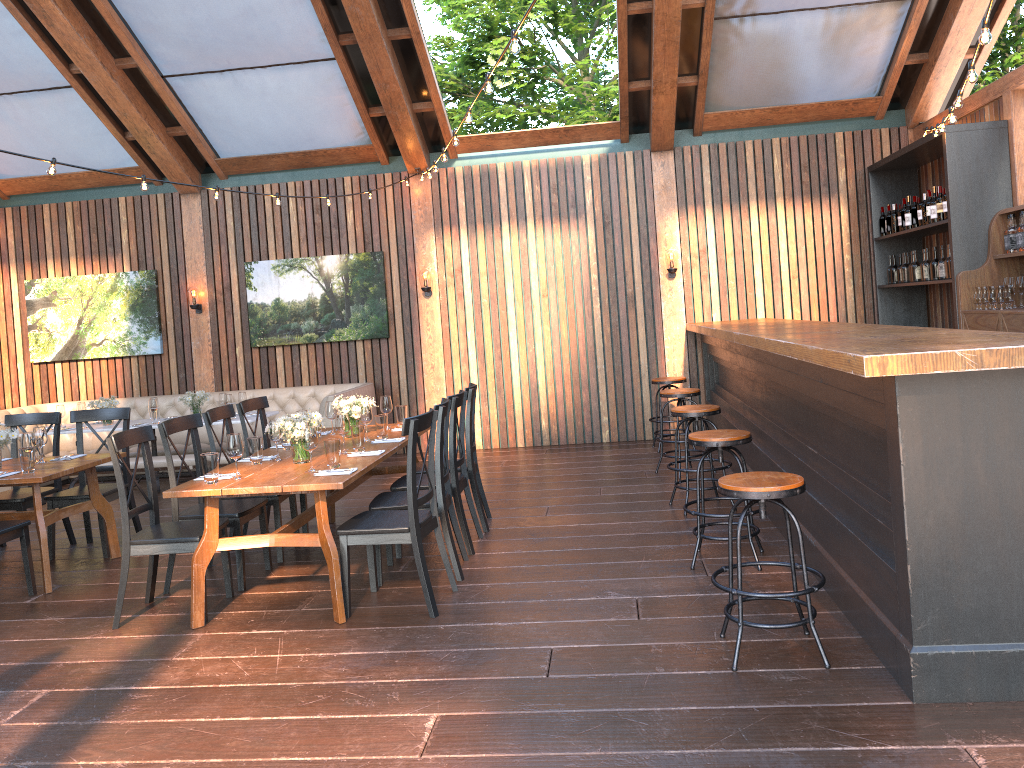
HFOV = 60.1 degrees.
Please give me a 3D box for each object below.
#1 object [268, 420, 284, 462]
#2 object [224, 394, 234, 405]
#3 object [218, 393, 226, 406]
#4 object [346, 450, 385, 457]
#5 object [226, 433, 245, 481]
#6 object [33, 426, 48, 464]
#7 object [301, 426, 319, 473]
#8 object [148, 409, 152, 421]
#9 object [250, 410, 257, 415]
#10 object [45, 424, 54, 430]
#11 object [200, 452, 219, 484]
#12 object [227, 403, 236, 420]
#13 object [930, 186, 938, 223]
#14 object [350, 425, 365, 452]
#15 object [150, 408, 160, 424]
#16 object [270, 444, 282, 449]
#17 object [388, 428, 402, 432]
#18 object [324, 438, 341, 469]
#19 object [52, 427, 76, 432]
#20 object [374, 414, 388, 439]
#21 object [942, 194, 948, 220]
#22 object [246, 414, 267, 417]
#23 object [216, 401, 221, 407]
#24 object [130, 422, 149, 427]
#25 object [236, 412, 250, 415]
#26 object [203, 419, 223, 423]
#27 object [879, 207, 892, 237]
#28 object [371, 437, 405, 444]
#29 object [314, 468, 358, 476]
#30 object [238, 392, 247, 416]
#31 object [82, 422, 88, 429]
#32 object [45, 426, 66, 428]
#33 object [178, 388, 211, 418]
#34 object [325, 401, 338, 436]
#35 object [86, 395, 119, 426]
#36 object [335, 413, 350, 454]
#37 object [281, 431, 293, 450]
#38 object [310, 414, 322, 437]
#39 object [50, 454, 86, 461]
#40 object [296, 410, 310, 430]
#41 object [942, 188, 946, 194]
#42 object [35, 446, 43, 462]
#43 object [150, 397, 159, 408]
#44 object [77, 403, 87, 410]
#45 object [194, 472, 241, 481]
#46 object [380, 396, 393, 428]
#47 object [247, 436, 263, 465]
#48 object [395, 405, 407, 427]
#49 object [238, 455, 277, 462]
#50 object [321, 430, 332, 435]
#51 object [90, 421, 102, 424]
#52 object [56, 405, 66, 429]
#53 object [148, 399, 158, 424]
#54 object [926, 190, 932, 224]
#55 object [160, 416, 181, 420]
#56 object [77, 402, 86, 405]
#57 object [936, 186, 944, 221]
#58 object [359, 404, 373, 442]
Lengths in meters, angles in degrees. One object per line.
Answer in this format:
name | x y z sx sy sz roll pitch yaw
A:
object | -1.419 0.341 5.332 0.092 0.244 0.092 -5 1 -41
object | -2.842 0.225 8.886 0.092 0.244 0.092 -5 1 -41
object | -2.981 0.215 9.142 0.092 0.244 0.092 -5 1 -41
object | -0.902 0.415 5.343 0.255 0.019 0.158 -4 4 6
object | -1.483 0.390 4.746 0.092 0.244 0.092 -5 1 -41
object | -3.214 0.415 6.032 0.092 0.244 0.092 -5 1 -41
object | -1.103 0.356 4.838 0.092 0.244 0.092 -5 1 -41
object | -3.778 0.302 9.316 0.092 0.158 0.092 -4 2 -7
object | -2.661 0.237 9.123 0.092 0.158 0.092 -4 2 -7
object | -4.728 0.391 9.041 0.092 0.158 0.092 -4 2 -7
object | -1.595 0.447 4.681 0.091 0.158 0.092 -3 2 33
object | -2.783 0.271 8.792 0.092 0.158 0.092 -4 2 -7
object | 3.794 -1.605 7.929 0.087 0.334 0.087 -4 1 -14
object | -0.954 0.337 5.498 0.091 0.158 0.092 -3 2 33
object | -3.574 0.322 8.874 0.092 0.158 0.092 -4 2 -7
object | -1.488 0.409 5.965 0.255 0.019 0.158 -4 4 6
object | -0.786 0.323 6.434 0.255 0.019 0.158 -4 4 6
object | -0.994 0.386 4.914 0.091 0.158 0.092 -3 2 33
object | -4.498 0.453 8.932 0.157 0.019 0.256 -4 4 7
object | -0.887 0.291 6.030 0.091 0.158 0.092 -3 2 33
object | 3.789 -1.572 7.634 0.136 0.315 0.136 -4 1 13
object | -2.625 0.316 8.960 0.255 0.019 0.158 -4 4 6
object | -3.034 0.255 9.237 0.092 0.158 0.092 -4 2 -7
object | -3.732 0.405 8.842 0.157 0.019 0.256 -4 4 7
object | -2.866 0.310 9.269 0.157 0.019 0.256 -4 4 7
object | -2.941 0.355 8.761 0.157 0.019 0.256 -4 4 7
object | 4.013 -1.735 9.459 0.170 0.324 0.081 -4 1 -9
object | -0.841 0.371 5.862 0.255 0.019 0.158 -4 4 6
object | -0.964 0.467 4.736 0.255 0.019 0.158 -4 4 6
object | -2.759 0.205 9.067 0.092 0.244 0.092 -5 1 -41
object | -4.340 0.370 8.964 0.092 0.158 0.092 -4 2 -7
object | -4.755 0.451 9.205 0.255 0.019 0.158 -4 4 6
object | -3.244 0.208 9.058 0.337 0.309 0.329 -5 3 -19
object | -1.309 0.247 6.431 0.092 0.244 0.092 -5 1 -41
object | -4.191 0.270 9.139 0.335 0.309 0.330 -3 3 28
object | -1.038 0.305 5.438 0.092 0.244 0.092 -5 1 -41
object | -1.474 0.351 5.803 0.091 0.158 0.092 -3 2 33
object | -1.417 0.301 6.388 0.091 0.158 0.092 -3 2 33
object | -3.101 0.510 6.163 0.157 0.019 0.256 -4 4 7
object | -1.380 0.298 5.844 0.092 0.244 0.092 -5 1 -41
object | 3.893 -1.604 7.960 0.078 0.312 0.078 -4 1 1
object | -3.284 0.457 6.113 0.091 0.158 0.092 -3 2 33
object | -3.726 0.262 9.222 0.092 0.244 0.092 -5 1 -41
object | -4.399 0.324 9.057 0.092 0.244 0.092 -5 1 -36
object | -1.599 0.503 4.856 0.255 0.019 0.158 -4 4 6
object | -0.928 0.211 6.546 0.092 0.244 0.092 -5 1 -41
object | -1.524 0.396 5.262 0.091 0.158 0.092 -3 2 33
object | -0.824 0.241 6.619 0.091 0.158 0.092 -3 2 33
object | -1.541 0.454 5.440 0.255 0.019 0.158 -4 4 6
object | -1.429 0.361 6.535 0.255 0.019 0.158 -4 4 6
object | -4.404 0.408 9.434 0.157 0.019 0.256 -4 4 7
object | -4.637 0.338 9.096 0.092 0.244 0.092 -5 1 -36
object | -3.632 0.275 8.967 0.092 0.244 0.092 -5 1 -41
object | 3.794 -1.599 8.015 0.077 0.307 0.077 -4 1 23
object | -3.610 0.357 9.349 0.157 0.019 0.256 -4 4 7
object | -4.520 0.313 9.307 0.092 0.244 0.092 -5 1 -36
object | 3.762 -1.579 7.754 0.078 0.312 0.078 -4 1 1
object | -0.983 0.260 5.961 0.092 0.244 0.092 -5 1 -41
